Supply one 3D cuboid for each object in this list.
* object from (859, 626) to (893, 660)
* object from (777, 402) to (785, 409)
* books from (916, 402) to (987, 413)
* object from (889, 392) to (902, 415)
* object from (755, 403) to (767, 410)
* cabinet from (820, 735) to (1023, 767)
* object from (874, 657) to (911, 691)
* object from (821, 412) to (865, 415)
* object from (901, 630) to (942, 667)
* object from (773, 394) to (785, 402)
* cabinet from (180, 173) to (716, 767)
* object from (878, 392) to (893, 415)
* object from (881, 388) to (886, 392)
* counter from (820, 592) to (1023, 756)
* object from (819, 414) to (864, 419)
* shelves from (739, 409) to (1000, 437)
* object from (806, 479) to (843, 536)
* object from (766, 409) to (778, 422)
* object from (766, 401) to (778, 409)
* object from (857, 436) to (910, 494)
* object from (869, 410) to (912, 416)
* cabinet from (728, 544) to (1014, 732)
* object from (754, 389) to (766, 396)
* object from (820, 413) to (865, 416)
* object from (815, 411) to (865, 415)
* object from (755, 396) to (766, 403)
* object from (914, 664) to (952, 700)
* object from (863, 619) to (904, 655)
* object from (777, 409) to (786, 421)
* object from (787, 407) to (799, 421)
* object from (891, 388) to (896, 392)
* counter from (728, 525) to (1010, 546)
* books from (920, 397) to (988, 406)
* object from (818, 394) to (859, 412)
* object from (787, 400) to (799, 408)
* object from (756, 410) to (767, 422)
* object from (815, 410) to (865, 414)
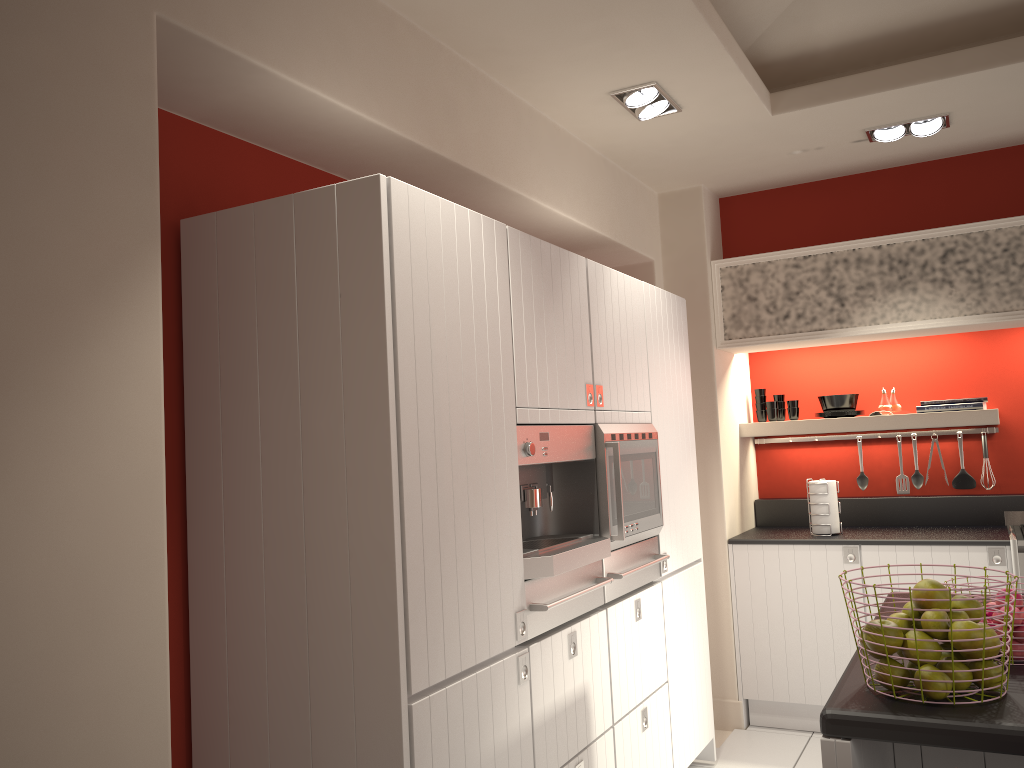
[{"bbox_3d":[0.783,0.550,1.897,0.076,0.077,0.076,-2,-4,-8],"label":"object"},{"bbox_3d":[1.645,0.149,5.448,0.070,0.076,0.070,-3,-4,-1],"label":"object"},{"bbox_3d":[2.444,0.133,4.932,0.331,0.042,0.207,-6,-5,33],"label":"books"},{"bbox_3d":[2.213,0.111,5.136,0.077,0.134,0.076,-4,-4,11],"label":"object"},{"bbox_3d":[1.547,0.157,5.499,0.070,0.076,0.070,-3,-4,-1],"label":"object"},{"bbox_3d":[1.856,1.141,1.842,2.034,1.011,1.423,-5,-5,28],"label":"cabinet"},{"bbox_3d":[0.784,0.598,1.828,0.068,0.068,0.068,-6,-5,39],"label":"object"},{"bbox_3d":[1.942,0.184,5.257,0.280,0.016,0.280,-5,-5,27],"label":"object"},{"bbox_3d":[0.836,0.541,1.813,0.076,0.077,0.076,-2,-4,-8],"label":"object"},{"bbox_3d":[1.643,0.105,5.451,0.070,0.076,0.070,-3,-4,-1],"label":"object"},{"bbox_3d":[0.025,0.673,3.407,0.716,2.251,2.557,-5,-5,28],"label":"cabinet"},{"bbox_3d":[2.139,0.111,5.086,0.076,0.131,0.076,-1,-5,-20],"label":"object"},{"bbox_3d":[2.134,0.036,5.092,0.023,0.031,0.024,-1,-5,-20],"label":"object"},{"bbox_3d":[1.835,0.610,1.880,2.053,0.050,1.415,-5,-5,28],"label":"counter"},{"bbox_3d":[1.943,0.195,5.256,0.280,0.016,0.280,-5,-5,27],"label":"object"},{"bbox_3d":[2.052,0.233,5.170,1.378,0.083,0.376,-5,-5,28],"label":"shelves"},{"bbox_3d":[1.710,0.673,4.874,0.168,0.304,0.163,0,-5,-33],"label":"object"},{"bbox_3d":[1.562,0.187,5.313,0.070,0.076,0.070,-3,-4,-1],"label":"object"},{"bbox_3d":[1.560,0.144,5.316,0.070,0.076,0.070,-3,-4,-1],"label":"object"},{"bbox_3d":[2.182,0.479,5.242,0.287,0.351,0.022,-5,-5,29],"label":"object"},{"bbox_3d":[2.178,0.167,5.106,0.183,0.027,0.160,0,-5,-34],"label":"object"},{"bbox_3d":[1.973,1.334,4.821,1.361,0.994,0.687,-5,-5,28],"label":"cabinet"},{"bbox_3d":[1.543,0.070,5.506,0.070,0.076,0.070,-3,-4,-1],"label":"object"},{"bbox_3d":[1.943,0.190,5.256,0.280,0.016,0.280,-5,-5,27],"label":"object"},{"bbox_3d":[1.942,0.179,5.257,0.280,0.016,0.280,-5,-5,27],"label":"object"},{"bbox_3d":[1.545,0.114,5.503,0.070,0.076,0.070,-3,-4,-1],"label":"object"},{"bbox_3d":[0.833,0.590,1.756,0.068,0.068,0.068,-6,-5,39],"label":"object"},{"bbox_3d":[0.768,0.524,1.834,0.077,0.068,0.076,-5,-5,21],"label":"object"},{"bbox_3d":[1.648,0.192,5.444,0.070,0.076,0.070,-3,-4,-1],"label":"object"},{"bbox_3d":[1.685,0.181,5.305,0.070,0.076,0.070,-3,-4,-1],"label":"object"},{"bbox_3d":[2.211,0.037,5.142,0.026,0.032,0.023,-4,-4,10],"label":"object"},{"bbox_3d":[1.949,0.825,4.857,1.360,0.026,0.699,-5,-5,28],"label":"counter"},{"bbox_3d":[2.467,0.099,4.945,0.332,0.026,0.207,-5,-5,28],"label":"books"},{"bbox_3d":[1.939,0.122,5.261,0.232,0.108,0.232,-1,-4,-21],"label":"object"},{"bbox_3d":[1.682,0.137,5.308,0.070,0.076,0.070,-3,-4,-1],"label":"object"},{"bbox_3d":[1.550,0.201,5.496,0.070,0.076,0.070,-3,-4,-1],"label":"object"},{"bbox_3d":[1.942,0.174,5.257,0.280,0.016,0.280,-5,-5,27],"label":"object"}]
